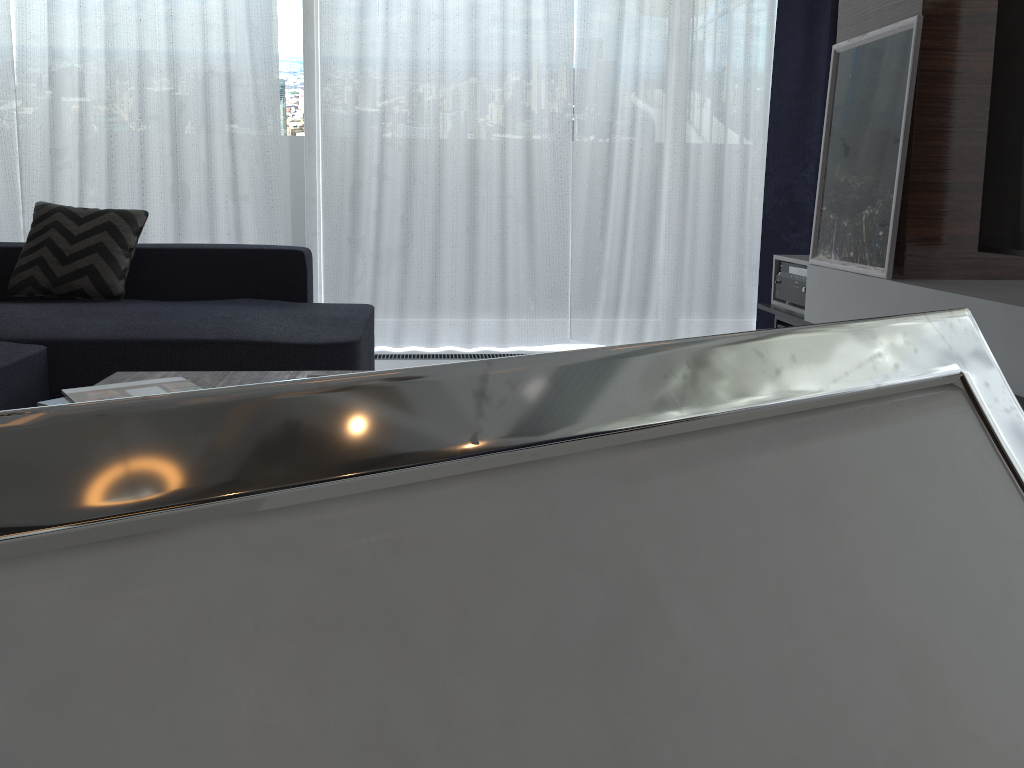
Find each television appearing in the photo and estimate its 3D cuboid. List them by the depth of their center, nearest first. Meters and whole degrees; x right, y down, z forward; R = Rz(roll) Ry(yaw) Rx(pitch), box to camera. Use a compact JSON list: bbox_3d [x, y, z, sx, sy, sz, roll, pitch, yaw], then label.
[{"bbox_3d":[1.322,-0.519,1.695,0.298,0.775,1.248,0,11,-5],"label":"television"}]

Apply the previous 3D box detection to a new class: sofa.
[{"bbox_3d":[-1.348,-0.037,2.051,1.898,0.600,2.915,0,12,-5],"label":"sofa"}]

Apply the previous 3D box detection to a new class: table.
[{"bbox_3d":[-0.403,0.219,1.527,0.805,0.348,0.812,0,12,-5],"label":"table"}]

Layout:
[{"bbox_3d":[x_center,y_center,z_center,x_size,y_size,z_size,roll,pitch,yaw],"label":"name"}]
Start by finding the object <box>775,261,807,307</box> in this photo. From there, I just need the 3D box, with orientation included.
[{"bbox_3d":[1.183,-0.350,3.165,0.368,0.148,0.375,0,12,-5],"label":"object"}]

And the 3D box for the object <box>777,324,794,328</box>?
[{"bbox_3d":[1.086,-0.072,3.098,0.254,0.248,0.216,0,10,-5],"label":"object"}]

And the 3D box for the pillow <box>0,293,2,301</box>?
[{"bbox_3d":[-2.097,-0.434,2.982,0.356,0.511,0.604,5,11,24],"label":"pillow"}]

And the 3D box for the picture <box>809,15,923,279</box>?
[{"bbox_3d":[1.031,-0.685,2.621,0.053,0.691,0.507,0,9,-5],"label":"picture"}]

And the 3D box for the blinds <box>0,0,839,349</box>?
[{"bbox_3d":[-0.701,-0.930,1.196,7.133,2.737,5.885,0,12,-2],"label":"blinds"}]

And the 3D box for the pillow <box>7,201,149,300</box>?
[{"bbox_3d":[-1.565,-0.482,3.188,0.415,0.340,0.290,1,10,-1],"label":"pillow"}]

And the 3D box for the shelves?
[{"bbox_3d":[1.474,0.009,2.252,0.872,0.492,2.384,0,12,-5],"label":"shelves"}]
